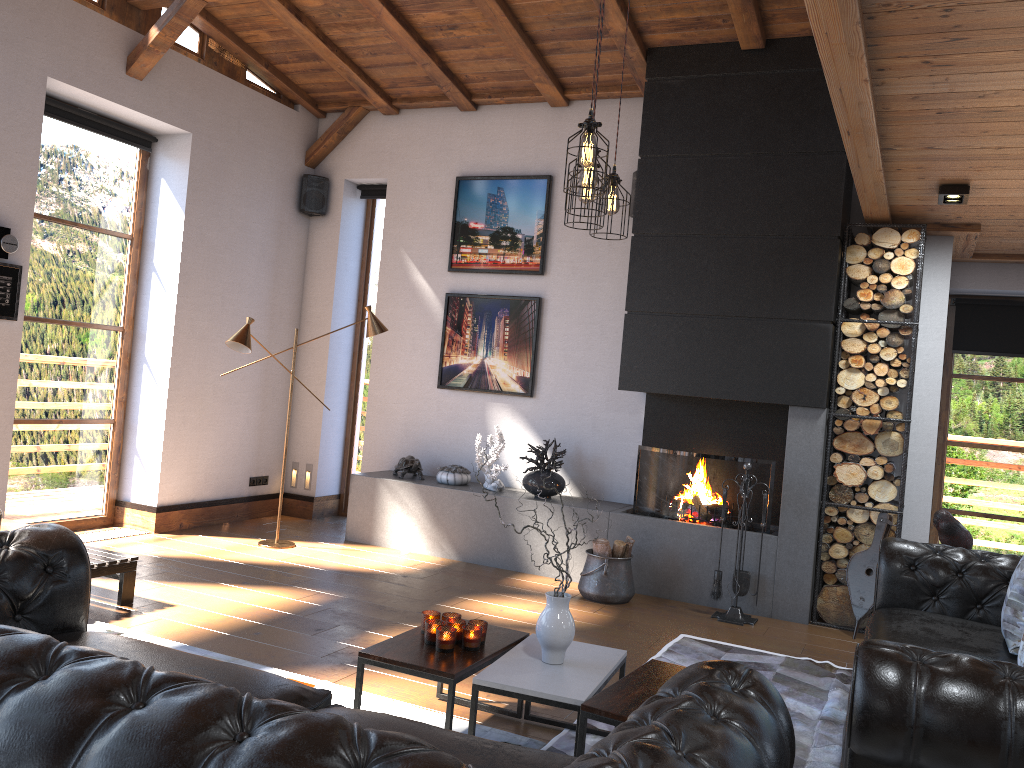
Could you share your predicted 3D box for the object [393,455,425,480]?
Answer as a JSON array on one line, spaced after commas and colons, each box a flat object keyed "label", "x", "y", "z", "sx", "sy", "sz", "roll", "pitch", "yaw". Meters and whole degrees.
[{"label": "object", "x": -0.836, "y": 0.682, "z": 7.278, "sx": 0.228, "sy": 0.183, "sz": 0.402, "roll": 5, "pitch": 0, "yaw": -22}]

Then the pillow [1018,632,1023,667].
[{"label": "pillow", "x": 1.872, "y": 0.819, "z": 2.982, "sx": 0.281, "sy": 0.469, "sz": 0.533, "roll": 5, "pitch": 0, "yaw": 27}]

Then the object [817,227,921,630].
[{"label": "object", "x": 2.379, "y": 0.289, "z": 5.910, "sx": 0.489, "sy": 2.612, "sz": 0.470, "roll": 5, "pitch": -1, "yaw": 24}]

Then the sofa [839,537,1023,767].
[{"label": "sofa", "x": 1.883, "y": 1.132, "z": 3.178, "sx": 1.229, "sy": 0.838, "sz": 2.587, "roll": 5, "pitch": 0, "yaw": 24}]

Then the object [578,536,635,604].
[{"label": "object", "x": 0.646, "y": 1.233, "z": 5.954, "sx": 0.388, "sy": 0.431, "sz": 0.380, "roll": 5, "pitch": -1, "yaw": -39}]

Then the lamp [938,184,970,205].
[{"label": "lamp", "x": 2.485, "y": -1.071, "z": 4.988, "sx": 0.154, "sy": 0.068, "sz": 0.263, "roll": 5, "pitch": 0, "yaw": 25}]

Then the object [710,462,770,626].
[{"label": "object", "x": 1.475, "y": 1.008, "z": 5.702, "sx": 0.310, "sy": 1.018, "sz": 0.305, "roll": 5, "pitch": -1, "yaw": -20}]

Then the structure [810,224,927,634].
[{"label": "structure", "x": 2.382, "y": 0.283, "z": 5.899, "sx": 0.497, "sy": 2.617, "sz": 0.516, "roll": 5, "pitch": -1, "yaw": 24}]

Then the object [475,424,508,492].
[{"label": "object", "x": -0.164, "y": 0.573, "z": 6.911, "sx": 0.260, "sy": 0.532, "sz": 0.426, "roll": 5, "pitch": -1, "yaw": -7}]

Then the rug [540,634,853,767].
[{"label": "rug", "x": 1.201, "y": 1.465, "z": 2.871, "sx": 2.411, "sy": 0.053, "sz": 4.079, "roll": 5, "pitch": 0, "yaw": 25}]

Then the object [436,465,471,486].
[{"label": "object", "x": -0.471, "y": 0.726, "z": 7.136, "sx": 0.278, "sy": 0.160, "sz": 0.261, "roll": 5, "pitch": 0, "yaw": 27}]

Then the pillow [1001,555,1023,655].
[{"label": "pillow", "x": 2.158, "y": 0.844, "z": 3.605, "sx": 0.281, "sy": 0.469, "sz": 0.533, "roll": 5, "pitch": 0, "yaw": 27}]

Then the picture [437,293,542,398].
[{"label": "picture", "x": -0.198, "y": -0.332, "z": 7.349, "sx": 0.872, "sy": 0.816, "sz": 0.036, "roll": 5, "pitch": -1, "yaw": 24}]

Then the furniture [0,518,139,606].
[{"label": "furniture", "x": -3.157, "y": 0.882, "z": 3.824, "sx": 1.165, "sy": 0.437, "sz": 2.783, "roll": 5, "pitch": 0, "yaw": 25}]

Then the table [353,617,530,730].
[{"label": "table", "x": -0.259, "y": 1.178, "z": 3.451, "sx": 0.397, "sy": 0.350, "sz": 0.656, "roll": 5, "pitch": 0, "yaw": 25}]

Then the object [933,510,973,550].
[{"label": "object", "x": 2.339, "y": 0.829, "z": 4.691, "sx": 0.250, "sy": 0.319, "sz": 0.148, "roll": 5, "pitch": -1, "yaw": -25}]

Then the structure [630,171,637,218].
[{"label": "structure", "x": 1.004, "y": -1.456, "z": 6.795, "sx": 0.212, "sy": 0.349, "sz": 0.215, "roll": 5, "pitch": -1, "yaw": 24}]

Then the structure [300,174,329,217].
[{"label": "structure", "x": -1.796, "y": -1.708, "z": 8.040, "sx": 0.212, "sy": 0.349, "sz": 0.215, "roll": 5, "pitch": -1, "yaw": 24}]

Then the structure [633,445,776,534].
[{"label": "structure", "x": 1.310, "y": 0.739, "z": 6.201, "sx": 0.974, "sy": 0.514, "sz": 0.185, "roll": 5, "pitch": -1, "yaw": 24}]

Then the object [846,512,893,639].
[{"label": "object", "x": 2.253, "y": 1.195, "z": 5.564, "sx": 0.267, "sy": 0.795, "sz": 0.264, "roll": 5, "pitch": -1, "yaw": 8}]

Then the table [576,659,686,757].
[{"label": "table", "x": 0.544, "y": 1.250, "z": 3.082, "sx": 0.396, "sy": 0.350, "sz": 0.656, "roll": 5, "pitch": 0, "yaw": 29}]

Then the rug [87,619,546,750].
[{"label": "rug", "x": -2.088, "y": 1.171, "z": 3.117, "sx": 3.775, "sy": 0.053, "sz": 2.452, "roll": 5, "pitch": 0, "yaw": 25}]

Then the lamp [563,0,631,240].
[{"label": "lamp", "x": 0.437, "y": -1.813, "z": 3.983, "sx": 0.260, "sy": 2.202, "sz": 0.807, "roll": 5, "pitch": -1, "yaw": 16}]

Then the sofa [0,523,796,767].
[{"label": "sofa", "x": -0.758, "y": 0.897, "z": 1.996, "sx": 2.544, "sy": 0.838, "sz": 1.249, "roll": 5, "pitch": 0, "yaw": 23}]

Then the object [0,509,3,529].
[{"label": "object", "x": -1.876, "y": 0.466, "z": 3.177, "sx": 0.087, "sy": 0.286, "sz": 0.088, "roll": 5, "pitch": -1, "yaw": 34}]

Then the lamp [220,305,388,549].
[{"label": "lamp", "x": -1.658, "y": 0.284, "z": 6.695, "sx": 1.337, "sy": 1.899, "sz": 0.521, "roll": 6, "pitch": -1, "yaw": -45}]

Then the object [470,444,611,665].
[{"label": "object", "x": 0.152, "y": 0.633, "z": 3.299, "sx": 0.402, "sy": 0.808, "sz": 0.626, "roll": 5, "pitch": -1, "yaw": 36}]

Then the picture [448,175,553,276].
[{"label": "picture", "x": -0.109, "y": -1.323, "z": 7.364, "sx": 0.872, "sy": 0.816, "sz": 0.036, "roll": 5, "pitch": -1, "yaw": 24}]

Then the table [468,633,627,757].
[{"label": "table", "x": 0.147, "y": 1.214, "z": 3.298, "sx": 0.397, "sy": 0.350, "sz": 0.655, "roll": 5, "pitch": 0, "yaw": 20}]

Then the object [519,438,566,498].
[{"label": "object", "x": 0.254, "y": 0.638, "z": 6.796, "sx": 0.337, "sy": 0.455, "sz": 0.337, "roll": 6, "pitch": -1, "yaw": -40}]

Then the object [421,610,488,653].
[{"label": "object", "x": -0.232, "y": 0.964, "z": 3.470, "sx": 0.249, "sy": 0.081, "sz": 0.299, "roll": 5, "pitch": 0, "yaw": -27}]
